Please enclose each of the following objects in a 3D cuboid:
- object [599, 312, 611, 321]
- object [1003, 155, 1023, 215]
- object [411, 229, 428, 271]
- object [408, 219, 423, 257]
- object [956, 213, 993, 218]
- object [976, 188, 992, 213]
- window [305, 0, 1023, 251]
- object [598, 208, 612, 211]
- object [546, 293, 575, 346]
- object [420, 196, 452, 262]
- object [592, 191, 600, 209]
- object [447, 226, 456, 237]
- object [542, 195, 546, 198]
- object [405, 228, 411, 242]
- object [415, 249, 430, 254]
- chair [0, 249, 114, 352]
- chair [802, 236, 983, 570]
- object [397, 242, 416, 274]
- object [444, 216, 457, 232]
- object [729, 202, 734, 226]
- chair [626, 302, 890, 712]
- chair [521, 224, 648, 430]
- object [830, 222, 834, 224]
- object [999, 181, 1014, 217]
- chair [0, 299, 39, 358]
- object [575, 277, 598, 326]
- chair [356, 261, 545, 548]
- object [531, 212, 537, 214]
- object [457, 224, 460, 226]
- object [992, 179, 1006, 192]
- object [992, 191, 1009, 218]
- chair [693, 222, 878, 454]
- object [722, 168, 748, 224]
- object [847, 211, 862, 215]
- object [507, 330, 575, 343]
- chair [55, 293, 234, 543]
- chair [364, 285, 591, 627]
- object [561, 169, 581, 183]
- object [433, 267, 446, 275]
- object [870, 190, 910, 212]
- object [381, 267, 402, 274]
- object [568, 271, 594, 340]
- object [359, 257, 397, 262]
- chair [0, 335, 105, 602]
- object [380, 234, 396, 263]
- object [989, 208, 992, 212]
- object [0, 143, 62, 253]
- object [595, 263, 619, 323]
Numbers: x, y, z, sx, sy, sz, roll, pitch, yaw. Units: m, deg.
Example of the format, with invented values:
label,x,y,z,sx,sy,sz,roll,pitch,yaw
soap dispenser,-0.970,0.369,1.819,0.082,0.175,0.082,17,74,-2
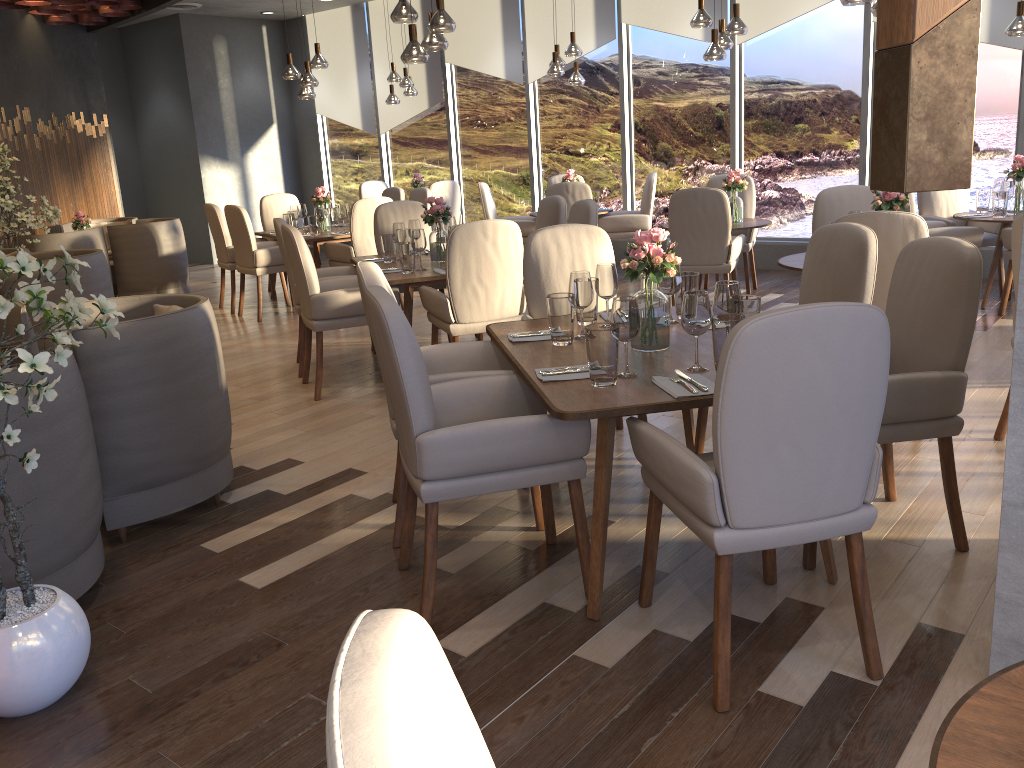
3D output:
label,x,y,z,sx,sy,sz,roll,pitch,yaw
object,0.448,-0.273,3.561,0.157,0.019,0.257,-5,15,-5
object,3.592,-1.411,6.269,0.198,0.412,0.211,-7,14,-13
object,-0.549,-0.796,5.266,0.092,0.242,0.093,3,15,25
object,-0.650,-0.985,5.973,0.092,0.242,0.092,-13,17,-34
object,3.322,-1.203,6.314,0.255,0.019,0.158,-5,15,-4
object,3.463,-1.349,6.515,0.102,0.177,0.102,-13,17,-32
window,2.127,-1.999,5.073,8.062,3.175,16.243,-5,15,-5
object,0.869,-1.735,8.794,0.255,0.019,0.159,-1,15,8
object,0.177,-0.230,3.168,0.102,0.177,0.103,4,16,28
object,-0.470,-0.987,5.632,0.210,0.412,0.199,-4,14,-3
object,0.834,-1.853,8.935,0.102,0.177,0.103,6,17,33
object,-0.339,-0.825,5.323,0.092,0.242,0.093,-2,14,5
object,0.354,-1.759,8.700,0.102,0.177,0.103,-3,14,0
object,-0.735,-0.966,6.046,0.102,0.177,0.103,-6,14,-9
object,-0.592,-0.922,6.152,0.157,0.019,0.257,-8,16,-14
chair,-2.959,-0.446,5.913,0.596,0.831,0.780,-6,15,-10
chair,1.174,0.030,2.960,0.600,0.993,0.532,-5,14,-7
object,-0.612,-0.738,5.189,0.102,0.177,0.103,8,18,39
object,-0.413,-1.011,6.015,0.092,0.242,0.092,-14,17,-36
object,1.613,-1.272,6.649,0.102,0.177,0.103,-11,16,-29
chair,0.639,0.234,2.338,0.528,0.993,0.604,-7,14,-12
chair,0.313,-0.181,3.919,0.528,0.993,0.604,-5,14,-7
object,1.813,-0.807,4.914,0.102,0.177,0.103,2,15,19
object,3.461,-1.298,6.207,0.092,0.242,0.093,2,15,20
chair,-2.465,0.094,3.839,0.777,0.831,0.598,-14,17,-34
object,0.291,-0.323,3.479,0.102,0.177,0.103,2,15,20
chair,-0.228,0.025,3.293,0.600,0.993,0.532,-5,14,-7
object,0.319,-1.724,8.877,0.255,0.019,0.159,-2,15,4
object,-0.349,-1.007,6.109,0.102,0.177,0.103,-4,14,-1
object,3.527,-1.361,6.422,0.092,0.242,0.093,2,15,20
object,3.382,-1.242,6.145,0.102,0.177,0.103,-1,14,11
chair,1.075,-0.113,3.503,0.600,0.993,0.532,-7,14,-12
object,1.712,-1.444,6.809,0.210,0.412,0.199,-1,14,12
object,1.855,-0.815,4.808,0.092,0.242,0.093,5,17,32
object,0.112,-0.190,3.334,0.255,0.019,0.158,-5,15,-6
chair,-1.468,0.092,3.624,0.597,0.831,0.778,-12,17,-30
chair,-0.107,0.167,2.750,0.600,0.993,0.532,-7,15,-14
object,0.584,-1.919,8.788,0.198,0.412,0.211,7,17,36
object,-0.371,-0.671,5.193,0.157,0.019,0.256,-9,16,-19
object,1.989,-0.874,4.673,0.210,0.412,0.199,-4,14,-3
object,-0.701,-0.692,5.342,0.255,0.019,0.158,-8,16,-16
object,0.253,-0.286,3.233,0.092,0.242,0.093,6,17,34
object,-0.884,-0.827,5.873,0.255,0.019,0.158,-8,16,-16
chair,-1.656,0.346,2.741,0.777,0.831,0.597,-16,19,-39
object,-0.795,-0.872,5.720,0.102,0.177,0.103,-4,14,0
object,3.627,-1.295,6.580,0.157,0.019,0.257,-3,15,1
object,-3.999,-1.101,7.065,0.746,1.604,0.794,0,15,16
object,0.364,-0.337,3.393,0.092,0.242,0.093,9,18,41
